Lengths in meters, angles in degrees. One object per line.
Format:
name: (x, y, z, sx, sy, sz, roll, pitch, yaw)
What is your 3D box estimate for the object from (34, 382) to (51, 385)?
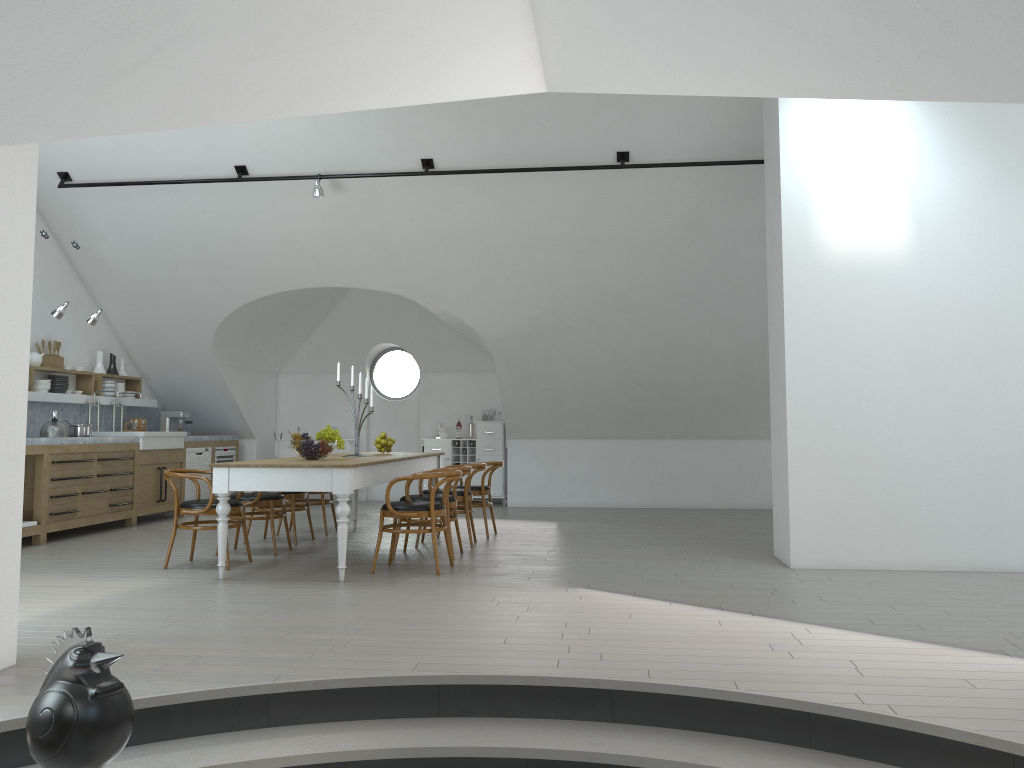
object: (-4.947, 0.016, 9.314, 0.181, 0.069, 0.181, -1, -4, 24)

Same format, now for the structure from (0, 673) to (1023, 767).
structure: (-0.161, 1.455, 1.465, 4.705, 0.695, 4.703, 2, -4, -38)

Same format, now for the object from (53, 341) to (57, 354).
object: (-4.947, -0.319, 9.579, 0.019, 0.300, 0.057, -1, -5, 7)

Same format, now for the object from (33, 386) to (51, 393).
object: (-4.947, 0.061, 9.308, 0.181, 0.064, 0.181, -2, -4, 29)

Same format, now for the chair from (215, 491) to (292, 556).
chair: (-2.227, 1.063, 7.532, 0.621, 0.737, 0.526, 0, -4, 3)

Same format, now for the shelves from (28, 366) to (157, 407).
shelves: (-4.888, -0.523, 8.795, 0.480, 1.365, 5.538, 0, -3, 1)

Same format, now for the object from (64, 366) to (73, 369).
object: (-4.914, -0.176, 9.807, 0.098, 0.049, 0.098, 0, -3, 4)

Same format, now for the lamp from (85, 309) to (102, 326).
lamp: (-4.252, -0.678, 9.024, 0.169, 0.177, 0.112, 0, -4, -1)

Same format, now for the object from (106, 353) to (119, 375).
object: (-4.809, -0.237, 10.672, 0.156, 0.269, 0.156, -1, -4, 11)

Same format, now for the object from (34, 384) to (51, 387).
object: (-4.947, 0.039, 9.310, 0.181, 0.065, 0.181, -3, -4, 44)

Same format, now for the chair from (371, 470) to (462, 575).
chair: (-0.680, 1.011, 6.576, 0.621, 0.737, 0.526, -1, -4, 10)

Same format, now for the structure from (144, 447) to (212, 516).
structure: (-4.199, 1.210, 11.082, 0.598, 0.825, 0.722, -1, -4, 7)

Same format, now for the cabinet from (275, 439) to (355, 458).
cabinet: (-2.782, 1.182, 12.599, 1.134, 0.791, 0.495, 0, -4, 7)

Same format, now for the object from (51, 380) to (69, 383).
object: (-4.914, -0.004, 9.598, 0.205, 0.072, 0.205, 0, -3, -6)

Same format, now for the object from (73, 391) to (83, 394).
object: (-4.890, 0.103, 9.990, 0.098, 0.049, 0.098, 0, -3, 4)

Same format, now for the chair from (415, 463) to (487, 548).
chair: (-0.538, 1.087, 8.019, 0.621, 0.737, 0.526, 0, -4, 2)

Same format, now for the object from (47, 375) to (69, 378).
object: (-4.920, -0.057, 9.604, 0.205, 0.080, 0.205, -1, -3, 9)

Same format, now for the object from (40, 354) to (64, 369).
object: (-4.961, -0.242, 9.540, 0.084, 0.158, 0.353, -1, -3, 7)

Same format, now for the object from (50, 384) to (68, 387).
object: (-4.915, 0.045, 9.591, 0.205, 0.086, 0.205, -3, -5, 44)

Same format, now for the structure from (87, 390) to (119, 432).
structure: (-4.624, 0.340, 10.056, 0.332, 0.531, 0.213, 1, -5, -13)

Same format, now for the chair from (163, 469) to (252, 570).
chair: (-2.369, 1.025, 6.822, 0.621, 0.737, 0.526, -1, -4, 7)

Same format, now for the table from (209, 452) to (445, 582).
table: (-1.404, 1.036, 7.709, 1.018, 0.801, 3.342, 0, -3, 7)

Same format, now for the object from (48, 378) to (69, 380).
object: (-4.917, -0.029, 9.604, 0.205, 0.084, 0.205, -2, -4, 34)

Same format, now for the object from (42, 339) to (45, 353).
object: (-4.984, -0.327, 9.430, 0.027, 0.300, 0.055, -1, -5, 7)

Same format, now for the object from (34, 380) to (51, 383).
object: (-4.947, -0.013, 9.318, 0.181, 0.076, 0.180, -3, -5, 44)

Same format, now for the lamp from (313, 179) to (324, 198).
lamp: (-1.883, -1.902, 8.635, 0.112, 0.175, 0.114, 2, -5, -31)

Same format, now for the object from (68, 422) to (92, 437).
object: (-4.463, 0.482, 9.206, 0.232, 0.171, 0.393, 1, -3, -14)

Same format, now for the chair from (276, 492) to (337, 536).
chair: (-2.110, 1.138, 8.975, 0.621, 0.737, 0.526, 0, -4, 3)

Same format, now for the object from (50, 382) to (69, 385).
object: (-4.909, 0.018, 9.595, 0.205, 0.086, 0.205, 3, -4, -41)

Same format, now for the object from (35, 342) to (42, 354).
object: (-4.986, -0.312, 9.392, 0.016, 0.259, 0.199, -1, -4, 17)

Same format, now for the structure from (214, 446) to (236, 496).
structure: (-4.108, 1.154, 11.837, 0.631, 0.638, 0.631, 0, -4, 7)

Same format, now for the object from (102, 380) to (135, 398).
object: (-4.784, 0.072, 10.727, 0.198, 0.196, 0.655, 0, -3, 6)

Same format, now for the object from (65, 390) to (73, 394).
object: (-4.912, 0.093, 9.800, 0.098, 0.049, 0.098, 0, -3, 4)

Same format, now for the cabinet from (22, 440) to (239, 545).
cabinet: (-4.595, 1.119, 9.064, 1.004, 1.024, 6.415, 0, -3, 7)

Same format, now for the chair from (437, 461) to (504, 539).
chair: (-0.387, 1.124, 8.727, 0.621, 0.737, 0.526, -1, -4, 9)

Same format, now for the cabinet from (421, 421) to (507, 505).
cabinet: (-0.647, 1.111, 12.550, 1.242, 1.156, 0.608, 0, -4, 7)

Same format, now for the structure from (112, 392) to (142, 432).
structure: (-4.568, 0.366, 10.540, 0.332, 0.531, 0.213, 1, -5, -13)

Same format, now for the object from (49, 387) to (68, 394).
object: (-4.915, 0.072, 9.589, 0.205, 0.072, 0.205, 0, -3, -6)

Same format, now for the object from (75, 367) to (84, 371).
object: (-4.890, -0.165, 10.019, 0.098, 0.049, 0.098, 0, -3, 4)

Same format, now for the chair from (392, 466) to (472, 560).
chair: (-0.637, 1.049, 7.300, 0.621, 0.737, 0.526, -1, -4, 7)

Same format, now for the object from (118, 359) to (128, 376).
object: (-4.792, -0.200, 10.893, 0.156, 0.219, 0.155, 1, -4, -12)

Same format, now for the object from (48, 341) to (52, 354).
object: (-4.970, -0.321, 9.548, 0.040, 0.300, 0.061, 0, -5, 4)

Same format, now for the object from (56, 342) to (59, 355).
object: (-4.956, -0.313, 9.682, 0.030, 0.295, 0.057, -1, -5, 7)

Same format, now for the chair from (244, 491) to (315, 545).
chair: (-2.203, 1.101, 8.260, 0.621, 0.737, 0.526, -1, -4, 10)

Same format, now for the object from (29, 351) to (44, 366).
object: (-4.988, -0.263, 9.233, 0.174, 0.169, 0.167, 1, -4, -10)

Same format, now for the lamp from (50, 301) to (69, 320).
lamp: (-4.322, -0.704, 8.451, 0.164, 0.178, 0.115, -2, -5, 25)

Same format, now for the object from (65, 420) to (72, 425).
object: (-4.505, 0.452, 9.133, 0.236, 0.167, 0.051, 0, -5, 2)

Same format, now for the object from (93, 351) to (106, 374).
object: (-4.842, -0.250, 10.412, 0.156, 0.269, 0.156, 0, -4, -5)

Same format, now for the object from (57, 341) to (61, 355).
object: (-4.942, -0.315, 9.643, 0.039, 0.299, 0.067, -1, -5, 7)

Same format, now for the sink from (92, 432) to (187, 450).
sink: (-4.321, 0.651, 10.205, 0.727, 0.202, 1.019, 0, -3, 7)

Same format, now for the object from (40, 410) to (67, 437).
object: (-4.512, 0.392, 8.736, 0.246, 0.268, 0.246, -1, -4, 17)
